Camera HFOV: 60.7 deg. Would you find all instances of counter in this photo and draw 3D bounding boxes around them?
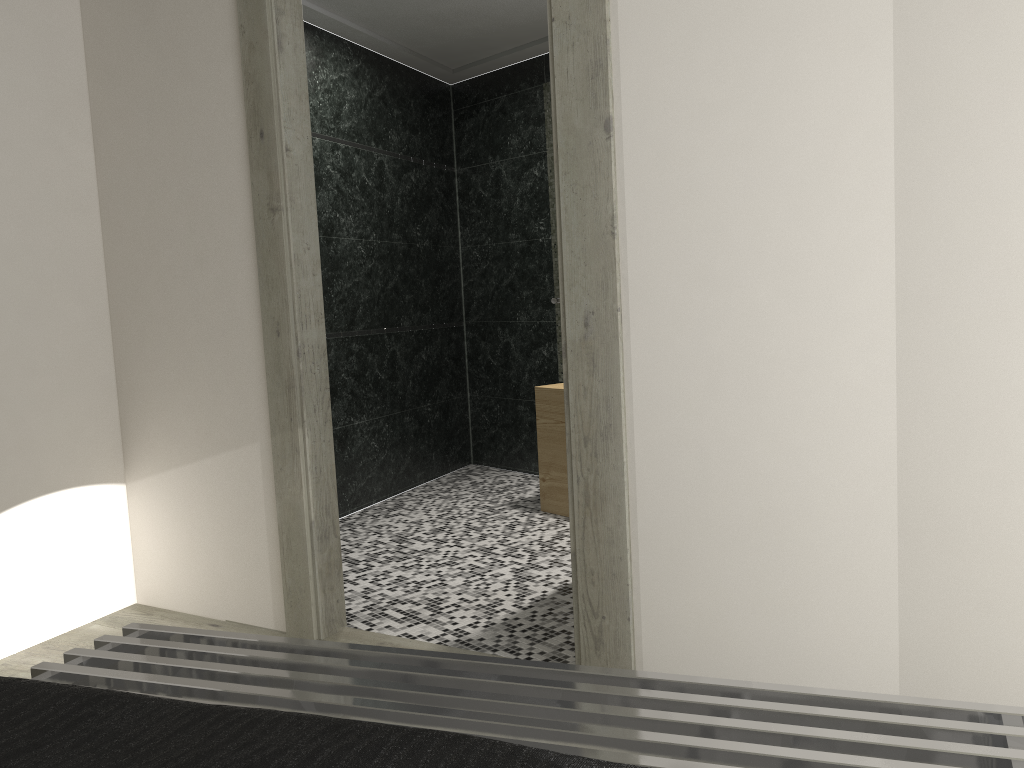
[{"bbox_3d":[0.807,0.215,4.814,0.692,1.051,1.227,-8,8,-42],"label":"counter"}]

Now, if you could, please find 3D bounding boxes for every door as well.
[{"bbox_3d":[-0.004,-0.344,3.325,1.404,2.515,1.116,1,6,30],"label":"door"}]

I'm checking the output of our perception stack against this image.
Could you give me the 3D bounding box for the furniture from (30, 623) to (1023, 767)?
[{"bbox_3d":[-0.112,0.832,1.412,1.759,0.559,0.613,0,6,18],"label":"furniture"}]
